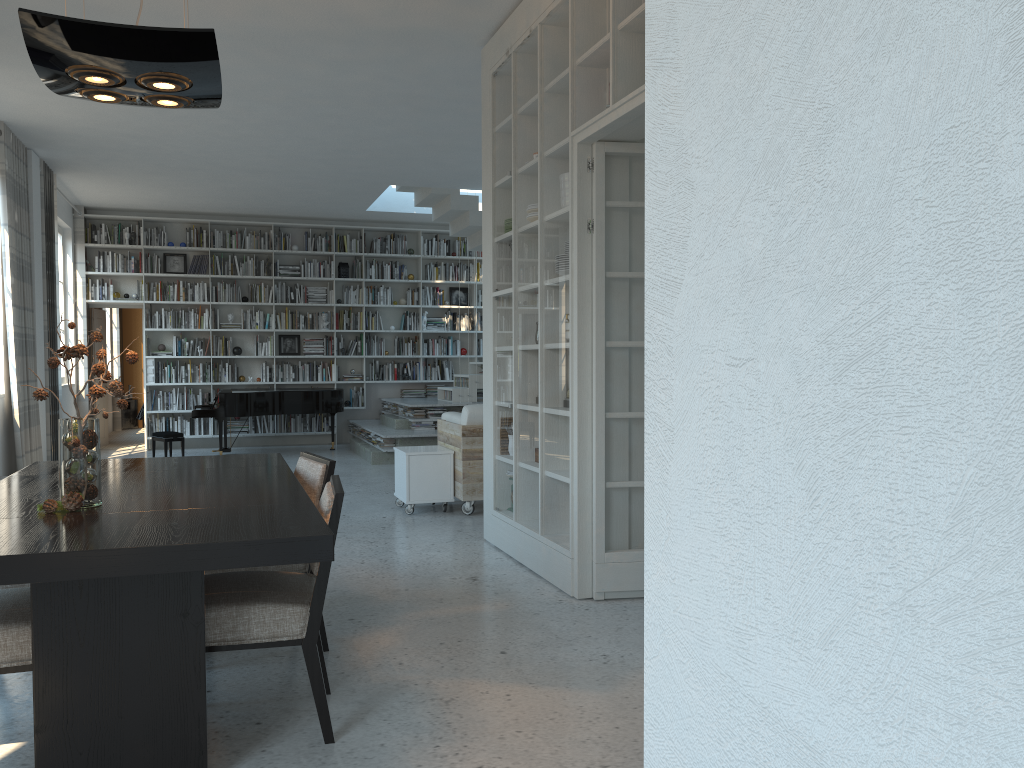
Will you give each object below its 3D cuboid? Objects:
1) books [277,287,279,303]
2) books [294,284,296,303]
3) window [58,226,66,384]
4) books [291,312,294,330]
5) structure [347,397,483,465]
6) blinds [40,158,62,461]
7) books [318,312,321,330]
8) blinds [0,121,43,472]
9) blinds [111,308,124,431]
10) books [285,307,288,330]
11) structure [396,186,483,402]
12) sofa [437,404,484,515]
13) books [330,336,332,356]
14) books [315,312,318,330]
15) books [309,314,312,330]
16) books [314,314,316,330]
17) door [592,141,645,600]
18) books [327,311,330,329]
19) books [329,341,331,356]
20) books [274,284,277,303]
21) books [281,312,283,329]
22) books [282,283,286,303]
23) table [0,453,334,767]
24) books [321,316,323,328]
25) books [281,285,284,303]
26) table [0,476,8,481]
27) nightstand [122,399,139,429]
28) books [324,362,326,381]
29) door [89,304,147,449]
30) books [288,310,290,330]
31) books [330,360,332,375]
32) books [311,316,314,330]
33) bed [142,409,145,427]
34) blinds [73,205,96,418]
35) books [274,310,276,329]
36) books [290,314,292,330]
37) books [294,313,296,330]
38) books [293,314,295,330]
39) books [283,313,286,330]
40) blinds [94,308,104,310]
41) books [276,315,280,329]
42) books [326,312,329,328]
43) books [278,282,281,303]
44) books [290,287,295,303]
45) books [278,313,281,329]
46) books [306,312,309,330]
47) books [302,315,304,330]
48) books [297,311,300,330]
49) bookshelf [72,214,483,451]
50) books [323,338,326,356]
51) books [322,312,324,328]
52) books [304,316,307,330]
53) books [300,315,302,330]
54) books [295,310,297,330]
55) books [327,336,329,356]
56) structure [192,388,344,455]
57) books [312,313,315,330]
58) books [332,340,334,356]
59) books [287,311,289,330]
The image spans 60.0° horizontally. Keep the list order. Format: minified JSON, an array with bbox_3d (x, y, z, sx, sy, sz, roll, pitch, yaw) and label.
[{"bbox_3d":[-3.329,-1.249,12.573,0.027,0.228,0.147,-1,2,-18],"label":"books"},{"bbox_3d":[-3.093,-1.280,12.641,0.022,0.285,0.130,-1,2,-18],"label":"books"},{"bbox_3d":[-5.450,-0.975,10.493,0.073,2.010,1.982,-1,2,-18],"label":"window"},{"bbox_3d":[-3.139,-0.898,12.654,0.028,0.259,0.134,-1,2,-18],"label":"books"},{"bbox_3d":[-0.690,0.561,11.999,2.899,0.659,3.111,-1,2,-18],"label":"structure"},{"bbox_3d":[-4.866,-0.651,9.275,0.140,3.232,0.776,-1,2,-18],"label":"blinds"},{"bbox_3d":[-2.770,-0.902,12.762,0.024,0.259,0.126,-1,2,-18],"label":"books"},{"bbox_3d":[-4.446,-0.640,8.011,0.183,3.263,1.025,-1,2,-19],"label":"blinds"},{"bbox_3d":[-6.979,-0.806,15.695,0.140,3.232,0.776,-1,2,-18],"label":"blinds"},{"bbox_3d":[-3.201,-0.925,12.587,0.014,0.318,0.188,-1,2,-18],"label":"books"},{"bbox_3d":[-0.448,-1.126,11.615,2.613,3.384,1.953,-1,2,-18],"label":"structure"},{"bbox_3d":[0.532,0.561,7.434,2.194,0.854,0.871,-1,2,-18],"label":"sofa"},{"bbox_3d":[-2.618,-0.547,12.812,0.011,0.279,0.186,-1,2,-18],"label":"books"},{"bbox_3d":[-2.810,-0.901,12.738,0.025,0.259,0.150,-1,2,-18],"label":"books"},{"bbox_3d":[-2.895,-0.883,12.701,0.029,0.224,0.185,-1,2,-18],"label":"books"},{"bbox_3d":[-2.840,-0.887,12.749,0.025,0.230,0.143,-1,2,-18],"label":"books"},{"bbox_3d":[0.814,-0.055,4.392,0.839,2.229,0.067,-1,2,-8],"label":"door"},{"bbox_3d":[-2.648,-0.914,12.809,0.025,0.279,0.108,-1,2,-18],"label":"books"},{"bbox_3d":[-2.639,-0.516,12.825,0.021,0.217,0.132,-1,2,-18],"label":"books"},{"bbox_3d":[-3.349,-1.267,12.550,0.026,0.267,0.170,-1,2,-18],"label":"books"},{"bbox_3d":[-3.269,-0.891,12.605,0.026,0.248,0.139,-1,2,-18],"label":"books"},{"bbox_3d":[-3.239,-1.283,12.594,0.029,0.295,0.151,-1,2,-18],"label":"books"},{"bbox_3d":[-1.322,0.742,3.204,1.086,0.736,2.198,-1,2,-18],"label":"table"},{"bbox_3d":[-2.741,-0.874,12.770,0.035,0.201,0.149,-1,2,-18],"label":"books"},{"bbox_3d":[-3.259,-1.268,12.570,0.025,0.266,0.185,-1,2,-18],"label":"books"},{"bbox_3d":[-3.475,0.849,5.635,0.523,0.415,0.925,-1,2,-18],"label":"table"},{"bbox_3d":[-7.032,0.542,15.859,0.650,0.518,0.430,-1,2,-15],"label":"nightstand"},{"bbox_3d":[-2.709,-0.182,12.820,0.010,0.284,0.132,-1,2,-18],"label":"books"},{"bbox_3d":[-5.545,-0.100,12.458,0.834,1.982,0.786,-1,2,-18],"label":"door"},{"bbox_3d":[-3.170,-0.908,12.612,0.010,0.281,0.170,-1,2,-18],"label":"books"},{"bbox_3d":[-2.620,-0.191,12.840,0.011,0.300,0.149,-1,2,-18],"label":"books"},{"bbox_3d":[-2.868,-0.871,12.712,0.029,0.200,0.178,-1,2,-18],"label":"books"},{"bbox_3d":[-5.431,0.225,15.456,1.770,1.181,2.173,-1,2,-18],"label":"bed"},{"bbox_3d":[-5.739,-0.715,11.926,0.140,3.232,0.776,-1,2,-18],"label":"blinds"},{"bbox_3d":[-3.362,-0.907,12.580,0.010,0.282,0.140,-1,2,-18],"label":"books"},{"bbox_3d":[-3.161,-0.882,12.641,0.024,0.228,0.147,-1,2,-18],"label":"books"},{"bbox_3d":[-3.098,-0.887,12.654,0.025,0.236,0.137,-1,2,-18],"label":"books"},{"bbox_3d":[-3.113,-0.882,12.641,0.012,0.228,0.169,-1,2,-18],"label":"books"},{"bbox_3d":[-3.241,-0.887,12.608,0.029,0.240,0.155,-1,2,-18],"label":"books"},{"bbox_3d":[-6.107,-0.742,13.044,0.140,3.232,0.776,-1,2,-18],"label":"blinds"},{"bbox_3d":[-3.313,-0.870,12.569,0.053,0.209,0.156,-1,2,-18],"label":"books"},{"bbox_3d":[-2.668,-0.904,12.792,0.025,0.260,0.130,-1,2,-18],"label":"books"},{"bbox_3d":[-3.299,-1.283,12.564,0.026,0.297,0.179,-1,2,-18],"label":"books"},{"bbox_3d":[-3.131,-1.255,12.616,0.066,0.237,0.153,-1,2,-18],"label":"books"},{"bbox_3d":[-3.299,-0.887,12.586,0.042,0.242,0.162,-1,2,-18],"label":"books"},{"bbox_3d":[-2.930,-0.900,12.705,0.014,0.259,0.161,-1,2,-18],"label":"books"},{"bbox_3d":[-2.997,-0.877,12.681,0.030,0.215,0.168,-1,2,-18],"label":"books"},{"bbox_3d":[-3.054,-0.903,12.645,0.028,0.268,0.189,-1,2,-18],"label":"books"},{"bbox_3d":[-2.763,-0.681,12.704,6.296,3.144,0.330,-1,2,-18],"label":"bookshelf"},{"bbox_3d":[-2.706,-0.533,12.789,0.012,0.254,0.161,-1,2,-18],"label":"books"},{"bbox_3d":[-2.721,-0.905,12.784,0.014,0.263,0.135,-1,2,-18],"label":"books"},{"bbox_3d":[-2.963,-0.870,12.705,0.050,0.199,0.145,-1,2,-18],"label":"books"},{"bbox_3d":[-3.023,-0.878,12.671,0.024,0.216,0.175,-1,2,-18],"label":"books"},{"bbox_3d":[-3.077,-0.911,12.652,0.013,0.284,0.176,-1,2,-18],"label":"books"},{"bbox_3d":[-2.664,-0.551,12.810,0.011,0.288,0.152,-1,2,-18],"label":"books"},{"bbox_3d":[-3.119,0.489,11.518,1.918,0.833,1.334,-1,2,-18],"label":"structure"},{"bbox_3d":[-2.846,-0.894,12.708,0.012,0.245,0.186,-1,2,-18],"label":"books"},{"bbox_3d":[-2.594,-0.522,12.811,0.034,0.229,0.199,-1,2,-18],"label":"books"},{"bbox_3d":[-3.187,-0.900,12.592,0.015,0.267,0.189,-1,2,-18],"label":"books"}]
